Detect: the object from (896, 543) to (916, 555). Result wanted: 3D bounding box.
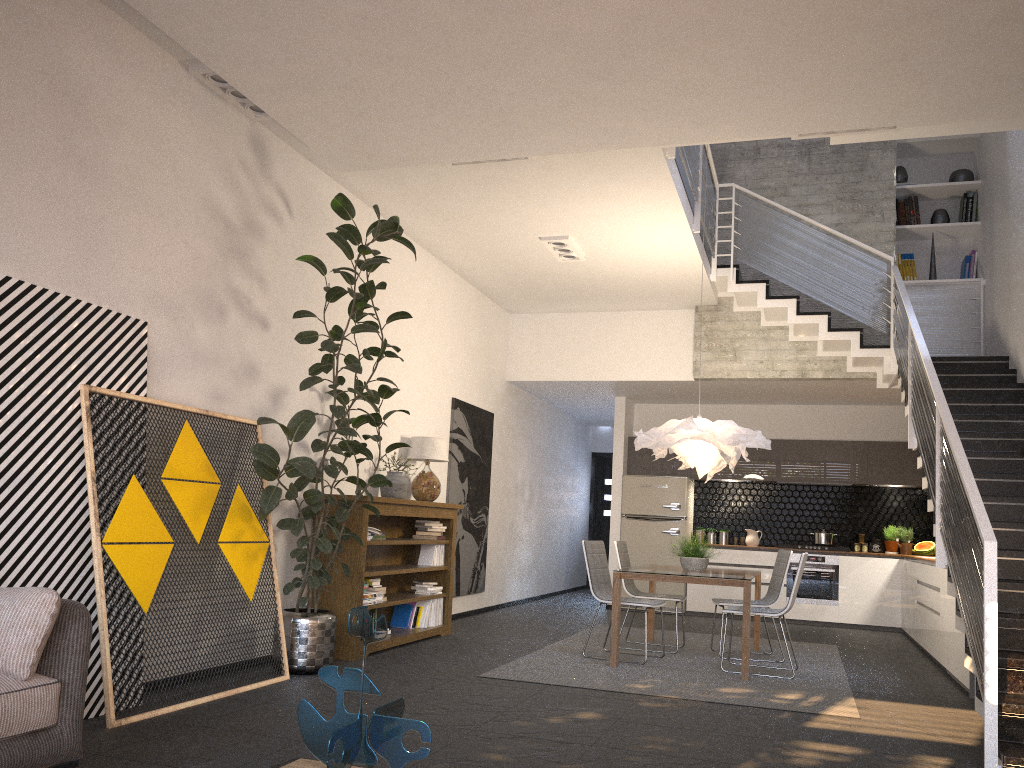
[{"bbox_3d":[4.723,1.976,10.604,0.125,0.139,0.210,8,-10,-37],"label":"object"}]

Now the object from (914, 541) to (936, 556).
[{"bbox_3d":[4.878,1.944,10.465,0.218,0.173,0.236,10,-10,-42],"label":"object"}]

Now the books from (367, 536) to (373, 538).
[{"bbox_3d":[-1.199,1.148,6.709,0.253,0.011,0.320,5,-9,-15],"label":"books"}]

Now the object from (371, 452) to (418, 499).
[{"bbox_3d":[-0.986,0.762,7.402,0.385,0.410,0.277,3,-7,-3],"label":"object"}]

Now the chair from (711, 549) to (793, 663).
[{"bbox_3d":[2.028,1.854,7.502,0.601,0.914,0.478,2,-6,4],"label":"chair"}]

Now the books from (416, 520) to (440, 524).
[{"bbox_3d":[-0.757,1.242,7.983,0.205,0.022,0.156,2,-9,3],"label":"books"}]

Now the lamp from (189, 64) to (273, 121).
[{"bbox_3d":[-1.638,-1.775,5.360,0.253,0.066,0.649,0,-9,18],"label":"lamp"}]

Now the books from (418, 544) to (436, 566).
[{"bbox_3d":[-0.752,1.514,7.830,0.135,0.181,0.078,1,-7,18],"label":"books"}]

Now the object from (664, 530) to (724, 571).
[{"bbox_3d":[1.501,1.378,7.345,0.531,0.365,0.672,1,-8,13],"label":"object"}]

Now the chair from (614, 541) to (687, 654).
[{"bbox_3d":[1.205,1.854,7.772,0.601,0.914,0.478,1,-7,19],"label":"chair"}]

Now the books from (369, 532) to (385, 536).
[{"bbox_3d":[-1.115,1.161,6.875,0.166,0.023,0.229,-1,-10,22],"label":"books"}]

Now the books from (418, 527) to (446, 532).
[{"bbox_3d":[-0.728,1.314,7.988,0.180,0.029,0.226,8,-10,-29],"label":"books"}]

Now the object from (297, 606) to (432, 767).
[{"bbox_3d":[1.846,-0.504,5.909,0.365,4.447,8.961,0,-9,30],"label":"object"}]

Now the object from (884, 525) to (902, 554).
[{"bbox_3d":[4.642,1.891,10.780,0.245,0.352,0.236,0,-7,22],"label":"object"}]

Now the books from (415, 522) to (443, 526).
[{"bbox_3d":[-0.751,1.265,7.979,0.175,0.023,0.244,7,-10,-26],"label":"books"}]

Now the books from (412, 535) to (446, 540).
[{"bbox_3d":[-0.739,1.371,7.919,0.230,0.034,0.288,1,-9,11],"label":"books"}]

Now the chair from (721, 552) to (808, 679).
[{"bbox_3d":[1.931,1.732,6.750,0.601,0.914,0.478,0,-7,21],"label":"chair"}]

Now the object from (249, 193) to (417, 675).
[{"bbox_3d":[-1.128,0.302,5.913,0.908,3.181,2.023,3,-7,-4],"label":"object"}]

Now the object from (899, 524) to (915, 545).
[{"bbox_3d":[4.771,1.876,10.719,0.184,0.377,0.170,7,-8,-34],"label":"object"}]

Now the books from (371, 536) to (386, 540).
[{"bbox_3d":[-1.119,1.191,6.882,0.179,0.034,0.245,0,-9,21],"label":"books"}]

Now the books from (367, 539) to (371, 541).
[{"bbox_3d":[-1.194,1.165,6.679,0.253,0.011,0.320,4,-9,-8],"label":"books"}]

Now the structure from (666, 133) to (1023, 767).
[{"bbox_3d":[2.436,-1.695,8.461,4.233,8.260,8.516,1,-8,18],"label":"structure"}]

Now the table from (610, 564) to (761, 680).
[{"bbox_3d":[1.492,1.897,7.299,0.997,0.710,1.812,0,-9,18],"label":"table"}]

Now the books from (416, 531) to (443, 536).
[{"bbox_3d":[1.590,-1.647,9.551,5.408,6.670,0.361,7,-7,-31],"label":"books"}]

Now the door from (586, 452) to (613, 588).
[{"bbox_3d":[1.844,2.308,14.852,1.107,2.302,0.161,1,-6,18],"label":"door"}]

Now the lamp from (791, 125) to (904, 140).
[{"bbox_3d":[2.026,-1.588,5.355,0.645,0.066,0.255,0,-9,18],"label":"lamp"}]

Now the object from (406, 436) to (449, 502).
[{"bbox_3d":[-0.767,0.779,7.988,0.390,0.579,0.391,4,-7,-12],"label":"object"}]

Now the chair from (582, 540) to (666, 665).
[{"bbox_3d":[0.888,1.734,7.107,0.601,0.914,0.478,-1,-7,28],"label":"chair"}]

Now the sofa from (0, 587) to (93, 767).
[{"bbox_3d":[-2.255,0.800,2.163,0.993,0.914,2.337,0,-9,18],"label":"sofa"}]

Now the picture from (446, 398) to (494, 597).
[{"bbox_3d":[-0.461,1.240,9.518,0.033,2.016,1.241,1,-7,18],"label":"picture"}]

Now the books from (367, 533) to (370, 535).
[{"bbox_3d":[-1.200,1.123,6.683,0.253,0.011,0.320,4,-9,-10],"label":"books"}]

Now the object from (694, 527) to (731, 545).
[{"bbox_3d":[2.593,1.962,11.465,0.482,0.219,0.173,1,-7,15],"label":"object"}]

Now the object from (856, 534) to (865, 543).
[{"bbox_3d":[4.303,1.908,10.931,0.083,0.112,0.083,3,-7,-2],"label":"object"}]

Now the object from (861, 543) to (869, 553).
[{"bbox_3d":[4.351,2.019,10.911,0.083,0.112,0.083,-1,-8,28],"label":"object"}]

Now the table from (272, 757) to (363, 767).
[{"bbox_3d":[-0.339,1.176,1.980,1.049,0.305,1.123,0,-9,18],"label":"table"}]

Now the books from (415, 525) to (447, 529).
[{"bbox_3d":[-0.735,1.289,7.991,0.244,0.019,0.175,-5,-12,43],"label":"books"}]

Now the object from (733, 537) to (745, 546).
[{"bbox_3d":[2.921,2.022,11.391,0.160,0.110,0.078,0,-8,23],"label":"object"}]

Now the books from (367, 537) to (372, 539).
[{"bbox_3d":[-1.197,1.156,6.690,0.253,0.011,0.320,5,-9,-12],"label":"books"}]

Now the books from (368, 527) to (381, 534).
[{"bbox_3d":[-1.197,1.098,6.742,0.274,0.108,0.323,9,-11,-36],"label":"books"}]

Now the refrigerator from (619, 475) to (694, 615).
[{"bbox_3d":[1.856,2.055,11.390,0.829,1.701,0.774,1,-7,18],"label":"refrigerator"}]

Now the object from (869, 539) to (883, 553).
[{"bbox_3d":[4.468,1.988,10.870,0.141,0.173,0.142,1,-7,18],"label":"object"}]

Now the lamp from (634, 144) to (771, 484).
[{"bbox_3d":[1.679,-1.752,7.654,1.118,5.182,1.067,0,-7,29],"label":"lamp"}]

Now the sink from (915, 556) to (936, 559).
[{"bbox_3d":[4.552,1.754,9.318,0.489,0.446,0.728,0,-8,18],"label":"sink"}]

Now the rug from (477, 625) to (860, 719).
[{"bbox_3d":[1.465,2.243,7.249,2.370,0.006,3.711,0,-9,18],"label":"rug"}]

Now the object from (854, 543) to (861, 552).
[{"bbox_3d":[4.269,2.020,10.942,0.083,0.112,0.083,1,-7,18],"label":"object"}]

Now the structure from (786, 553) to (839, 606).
[{"bbox_3d":[3.665,2.370,10.804,0.587,0.585,0.588,1,-8,18],"label":"structure"}]

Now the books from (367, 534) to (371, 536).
[{"bbox_3d":[-1.203,1.131,6.666,0.252,0.011,0.320,3,-9,0],"label":"books"}]

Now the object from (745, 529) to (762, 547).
[{"bbox_3d":[3.080,1.966,11.308,0.190,0.214,0.172,-1,-8,32],"label":"object"}]

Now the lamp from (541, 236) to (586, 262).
[{"bbox_3d":[0.474,-1.242,8.075,0.253,0.066,0.649,0,-9,18],"label":"lamp"}]

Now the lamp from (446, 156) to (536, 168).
[{"bbox_3d":[-0.178,-1.587,6.081,0.645,0.066,0.255,0,-9,18],"label":"lamp"}]

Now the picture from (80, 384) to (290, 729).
[{"bbox_3d":[-1.746,0.914,4.903,0.386,1.595,1.507,1,-8,18],"label":"picture"}]

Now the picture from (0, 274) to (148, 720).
[{"bbox_3d":[-2.098,0.581,4.249,0.207,2.007,0.964,1,-7,18],"label":"picture"}]
